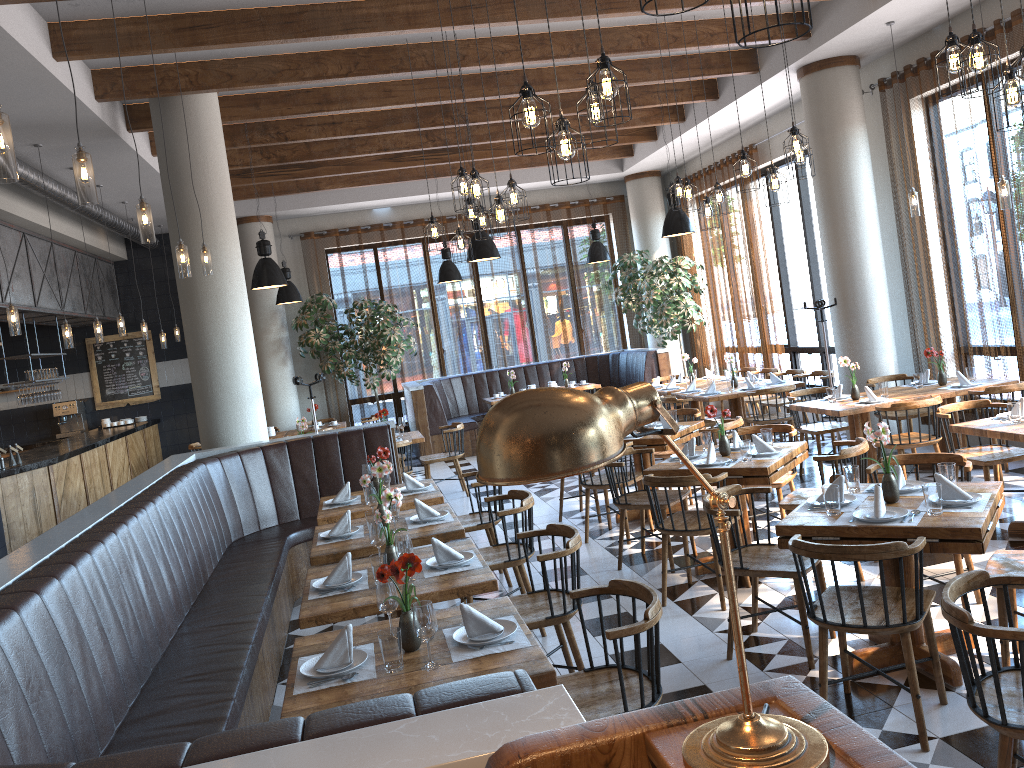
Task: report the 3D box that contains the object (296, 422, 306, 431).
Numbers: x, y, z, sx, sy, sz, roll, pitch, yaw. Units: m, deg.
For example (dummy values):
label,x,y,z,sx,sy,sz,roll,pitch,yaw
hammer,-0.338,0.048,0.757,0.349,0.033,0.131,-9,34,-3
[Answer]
label,x,y,z,sx,sy,sz,roll,pitch,yaw
object,-3.065,0.609,12.851,0.129,0.128,0.130,-6,3,34

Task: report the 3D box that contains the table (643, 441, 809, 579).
label,x,y,z,sx,sy,sz,roll,pitch,yaw
table,1.508,0.864,6.022,0.862,0.763,0.867,-6,3,35

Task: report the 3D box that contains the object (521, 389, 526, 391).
label,x,y,z,sx,sy,sz,roll,pitch,yaw
object,0.179,0.110,13.868,0.175,0.067,0.176,-8,3,0

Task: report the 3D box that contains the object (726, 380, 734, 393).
label,x,y,z,sx,sy,sz,roll,pitch,yaw
object,2.417,0.031,9.789,0.080,0.132,0.080,-9,2,-25

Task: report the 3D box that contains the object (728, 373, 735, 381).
label,x,y,z,sx,sy,sz,roll,pitch,yaw
object,2.666,-0.069,10.749,0.080,0.132,0.080,-9,2,-25

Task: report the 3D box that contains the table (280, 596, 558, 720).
label,x,y,z,sx,sy,sz,roll,pitch,yaw
table,-0.299,1.316,3.108,0.851,0.763,0.851,-9,3,-10

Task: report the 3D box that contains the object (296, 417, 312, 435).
label,x,y,z,sx,sy,sz,roll,pitch,yaw
object,-2.321,0.565,9.874,0.206,0.400,0.147,-7,2,39

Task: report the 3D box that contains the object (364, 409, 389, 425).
label,x,y,z,sx,sy,sz,roll,pitch,yaw
object,-1.521,0.465,9.996,0.295,0.355,0.166,-8,2,-5

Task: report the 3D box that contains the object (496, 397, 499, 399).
label,x,y,z,sx,sy,sz,roll,pitch,yaw
object,-0.217,0.215,13.454,0.053,0.025,0.049,-9,4,-22

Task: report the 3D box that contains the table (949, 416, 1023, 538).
label,x,y,z,sx,sy,sz,roll,pitch,yaw
table,3.490,0.607,5.647,0.851,0.763,0.851,-9,3,-10

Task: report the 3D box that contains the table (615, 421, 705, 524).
label,x,y,z,sx,sy,sz,roll,pitch,yaw
table,1.180,0.793,7.791,0.862,0.763,0.867,-6,3,35

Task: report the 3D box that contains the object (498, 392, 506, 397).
label,x,y,z,sx,sy,sz,roll,pitch,yaw
object,-0.173,0.162,13.835,0.175,0.067,0.176,-6,4,35

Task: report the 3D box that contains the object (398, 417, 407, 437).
label,x,y,z,sx,sy,sz,roll,pitch,yaw
object,-1.252,0.489,10.125,0.081,0.215,0.081,-7,2,43

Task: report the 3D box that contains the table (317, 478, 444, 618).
label,x,y,z,sx,sy,sz,roll,pitch,yaw
table,-0.900,1.186,6.350,0.851,0.763,0.851,-9,3,-10

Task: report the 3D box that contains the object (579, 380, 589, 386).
label,x,y,z,sx,sy,sz,roll,pitch,yaw
object,1.110,-0.017,13.788,0.176,0.067,0.175,-9,4,-20

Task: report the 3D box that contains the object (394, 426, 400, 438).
label,x,y,z,sx,sy,sz,roll,pitch,yaw
object,-1.297,0.546,9.994,0.080,0.132,0.080,-7,2,20

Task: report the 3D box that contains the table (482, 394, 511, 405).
label,x,y,z,sx,sy,sz,roll,pitch,yaw
table,0.077,0.562,13.601,0.851,0.763,0.851,-9,3,-10

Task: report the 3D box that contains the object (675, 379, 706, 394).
label,x,y,z,sx,sy,sz,roll,pitch,yaw
object,2.116,0.022,10.519,0.272,0.137,0.352,-9,4,-10

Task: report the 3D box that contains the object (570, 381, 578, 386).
label,x,y,z,sx,sy,sz,roll,pitch,yaw
object,0.964,-0.011,14.014,0.175,0.067,0.176,-8,3,3

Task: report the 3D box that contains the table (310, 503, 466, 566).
label,x,y,z,sx,sy,sz,roll,pitch,yaw
table,-0.699,1.229,5.265,0.851,0.763,0.851,-9,3,-10

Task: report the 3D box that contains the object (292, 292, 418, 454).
label,x,y,z,sx,sy,sz,roll,pitch,yaw
object,-2.350,-0.125,13.796,1.759,2.778,1.478,-9,2,-29

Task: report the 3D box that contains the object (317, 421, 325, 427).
label,x,y,z,sx,sy,sz,roll,pitch,yaw
object,-2.857,0.594,13.098,0.175,0.067,0.176,-6,4,35

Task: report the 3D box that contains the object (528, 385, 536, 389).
label,x,y,z,sx,sy,sz,roll,pitch,yaw
object,0.306,0.080,13.577,0.129,0.128,0.130,-6,3,34

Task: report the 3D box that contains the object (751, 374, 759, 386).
label,x,y,z,sx,sy,sz,roll,pitch,yaw
object,2.776,-0.041,10.092,0.080,0.132,0.080,-9,2,-25

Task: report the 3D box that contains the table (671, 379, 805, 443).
label,x,y,z,sx,sy,sz,roll,pitch,yaw
table,2.636,0.419,10.281,1.216,0.763,1.215,-8,3,-7

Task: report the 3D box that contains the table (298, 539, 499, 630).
label,x,y,z,sx,sy,sz,roll,pitch,yaw
table,-0.500,1.273,4.193,0.851,0.763,0.851,-9,3,-10

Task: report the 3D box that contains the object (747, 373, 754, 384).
label,x,y,z,sx,sy,sz,roll,pitch,yaw
object,2.779,-0.054,10.281,0.080,0.132,0.080,-9,2,-25

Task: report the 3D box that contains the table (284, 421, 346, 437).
label,x,y,z,sx,sy,sz,roll,pitch,yaw
table,-2.779,1.021,12.832,0.851,0.763,0.851,-9,3,-10

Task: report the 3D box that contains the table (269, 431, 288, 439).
label,x,y,z,sx,sy,sz,roll,pitch,yaw
table,-3.610,1.149,12.677,0.851,0.763,0.851,-9,3,-10

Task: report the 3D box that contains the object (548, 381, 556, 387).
label,x,y,z,sx,sy,sz,roll,pitch,yaw
object,0.621,0.026,13.714,0.129,0.128,0.130,-6,3,34

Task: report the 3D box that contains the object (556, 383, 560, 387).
label,x,y,z,sx,sy,sz,roll,pitch,yaw
object,0.676,0.029,14.012,0.175,0.067,0.176,-6,4,35

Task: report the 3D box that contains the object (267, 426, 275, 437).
label,x,y,z,sx,sy,sz,roll,pitch,yaw
object,-3.448,0.678,12.639,0.129,0.128,0.130,-6,3,34

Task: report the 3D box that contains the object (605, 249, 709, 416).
label,x,y,z,sx,sy,sz,roll,pitch,yaw
object,2.297,-0.805,14.064,1.749,2.778,1.486,-7,2,38

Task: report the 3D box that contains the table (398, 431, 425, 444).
label,x,y,z,sx,sy,sz,roll,pitch,yaw
table,-1.396,1.010,10.043,0.851,0.763,0.851,-9,3,-10

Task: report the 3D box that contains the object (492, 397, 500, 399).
label,x,y,z,sx,sy,sz,roll,pitch,yaw
object,-0.239,0.215,13.487,0.156,0.012,0.034,-10,4,-27

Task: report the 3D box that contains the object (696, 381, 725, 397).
label,x,y,z,sx,sy,sz,roll,pitch,yaw
object,2.220,0.045,9.955,0.272,0.137,0.352,-9,4,-10

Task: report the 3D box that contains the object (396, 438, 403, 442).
label,x,y,z,sx,sy,sz,roll,pitch,yaw
object,-1.397,0.573,9.776,0.352,0.137,0.272,-9,3,-10

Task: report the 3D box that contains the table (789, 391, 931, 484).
label,x,y,z,sx,sy,sz,roll,pitch,yaw
table,3.088,0.519,7.812,0.851,0.763,0.851,-9,3,-10

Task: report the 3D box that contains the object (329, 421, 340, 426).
label,x,y,z,sx,sy,sz,roll,pitch,yaw
object,-2.570,0.572,12.829,0.176,0.067,0.175,-10,4,-25

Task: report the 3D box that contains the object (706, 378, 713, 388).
label,x,y,z,sx,sy,sz,roll,pitch,yaw
object,2.332,0.001,10.416,0.080,0.132,0.080,-9,2,-25

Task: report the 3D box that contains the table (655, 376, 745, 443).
label,x,y,z,sx,sy,sz,roll,pitch,yaw
table,2.406,0.369,11.521,1.216,0.763,1.215,-8,3,-7

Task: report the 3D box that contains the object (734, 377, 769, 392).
label,x,y,z,sx,sy,sz,roll,pitch,yaw
object,2.650,-0.011,9.877,0.352,0.137,0.272,-9,3,-10

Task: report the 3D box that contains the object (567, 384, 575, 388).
label,x,y,z,sx,sy,sz,roll,pitch,yaw
object,0.898,0.033,13.495,0.176,0.067,0.175,-10,4,-27

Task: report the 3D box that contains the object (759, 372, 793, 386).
label,x,y,z,sx,sy,sz,roll,pitch,yaw
object,3.003,-0.075,10.077,0.272,0.137,0.352,-9,4,-10

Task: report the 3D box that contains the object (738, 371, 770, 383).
label,x,y,z,sx,sy,sz,roll,pitch,yaw
object,2.899,-0.097,10.640,0.272,0.137,0.352,-9,4,-10

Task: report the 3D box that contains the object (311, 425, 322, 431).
label,x,y,z,sx,sy,sz,roll,pitch,yaw
object,-2.785,0.619,12.575,0.175,0.067,0.176,-8,3,5

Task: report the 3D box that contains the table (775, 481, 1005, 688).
label,x,y,z,sx,sy,sz,roll,pitch,yaw
table,1.847,0.938,4.193,0.862,0.763,0.867,-6,3,35

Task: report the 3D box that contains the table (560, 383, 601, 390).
label,x,y,z,sx,sy,sz,roll,pitch,yaw
table,0.908,0.433,13.756,0.851,0.763,0.851,-9,3,-10

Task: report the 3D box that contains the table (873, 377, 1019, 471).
label,x,y,z,sx,sy,sz,roll,pitch,yaw
table,3.921,0.390,7.966,0.851,0.763,0.851,-9,3,-10

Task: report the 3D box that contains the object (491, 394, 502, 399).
label,x,y,z,sx,sy,sz,roll,pitch,yaw
object,-0.240,0.190,13.550,0.176,0.067,0.175,-9,4,-18

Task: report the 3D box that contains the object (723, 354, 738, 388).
label,x,y,z,sx,sy,sz,roll,pitch,yaw
object,2.536,-0.154,10.267,0.146,0.399,0.207,-8,2,-5

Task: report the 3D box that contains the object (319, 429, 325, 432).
label,x,y,z,sx,sy,sz,roll,pitch,yaw
object,-2.118,0.623,9.964,0.081,0.215,0.081,-7,2,43

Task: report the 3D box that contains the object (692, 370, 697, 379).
label,x,y,z,sx,sy,sz,roll,pitch,yaw
object,2.467,-0.124,12.001,0.080,0.132,0.080,-9,2,-25

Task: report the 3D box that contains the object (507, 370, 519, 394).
label,x,y,z,sx,sy,sz,roll,pitch,yaw
object,0.011,-0.018,13.625,0.147,0.400,0.206,-10,2,-43

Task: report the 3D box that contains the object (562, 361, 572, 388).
label,x,y,z,sx,sy,sz,roll,pitch,yaw
object,0.855,-0.146,13.739,0.146,0.399,0.207,-8,2,-5

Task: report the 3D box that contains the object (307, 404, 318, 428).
label,x,y,z,sx,sy,sz,roll,pitch,yaw
object,-2.849,0.468,12.788,0.170,0.355,0.156,-7,2,38
